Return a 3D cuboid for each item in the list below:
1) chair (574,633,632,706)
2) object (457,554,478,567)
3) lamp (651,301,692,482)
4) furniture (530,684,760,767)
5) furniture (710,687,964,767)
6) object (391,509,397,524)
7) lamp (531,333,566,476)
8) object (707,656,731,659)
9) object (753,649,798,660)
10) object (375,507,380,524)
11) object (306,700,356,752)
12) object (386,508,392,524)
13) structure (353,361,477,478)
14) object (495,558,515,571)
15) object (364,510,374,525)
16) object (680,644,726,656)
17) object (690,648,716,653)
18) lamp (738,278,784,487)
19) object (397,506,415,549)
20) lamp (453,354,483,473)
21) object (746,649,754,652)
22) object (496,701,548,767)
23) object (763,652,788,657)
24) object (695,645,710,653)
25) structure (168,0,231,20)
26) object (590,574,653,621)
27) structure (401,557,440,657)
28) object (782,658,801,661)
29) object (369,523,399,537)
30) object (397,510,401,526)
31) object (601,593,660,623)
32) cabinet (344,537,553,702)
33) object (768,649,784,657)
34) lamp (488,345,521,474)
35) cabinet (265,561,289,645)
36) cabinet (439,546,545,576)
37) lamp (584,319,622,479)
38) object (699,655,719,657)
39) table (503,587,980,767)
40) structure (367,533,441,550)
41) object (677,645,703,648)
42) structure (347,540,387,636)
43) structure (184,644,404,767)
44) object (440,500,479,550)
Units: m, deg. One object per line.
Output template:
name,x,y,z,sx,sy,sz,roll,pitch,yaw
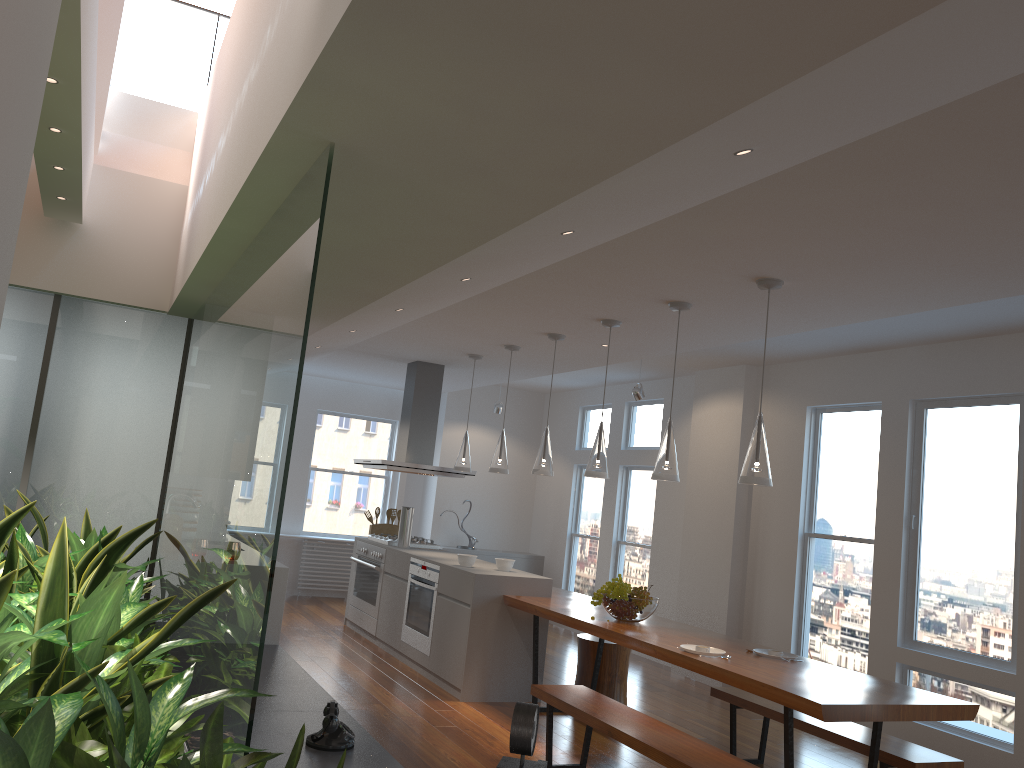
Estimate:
chair,0.633,2.023,6.233,0.396,0.455,0.402,11,-9,-35
object,-0.331,1.288,6.460,0.152,0.082,0.152,4,-8,14
lamp,0.893,0.006,4.906,0.160,1.060,0.160,6,-7,2
furniture,0.533,1.764,4.117,0.316,0.389,1.433,10,-8,-25
furniture,1.601,1.947,4.618,0.316,0.389,1.433,10,-8,-25
object,-1.164,1.363,8.624,0.057,0.299,0.019,10,-8,-25
lamp,0.267,0.108,6.205,0.160,1.060,0.160,6,-7,2
object,0.984,1.305,4.237,0.149,0.014,0.044,10,-8,-26
object,1.336,1.375,4.498,0.222,0.020,0.222,11,-9,-33
object,-1.310,1.340,8.578,0.055,0.299,0.027,10,-8,-25
object,-0.679,1.263,3.295,0.181,0.155,0.216,2,-9,29
object,-1.203,1.359,8.628,0.061,0.299,0.040,10,-8,-27
structure,-0.850,0.136,8.357,0.909,1.405,0.900,10,-8,-25
object,-0.054,1.318,6.453,0.152,0.082,0.152,3,-8,25
object,-1.344,1.351,8.558,0.199,0.259,0.016,8,-8,-14
object,0.938,1.313,4.364,0.222,0.020,0.222,4,-8,15
object,0.938,1.317,4.363,0.124,0.011,0.124,7,-7,-4
lamp,1.206,-0.046,4.256,0.160,1.060,0.160,6,-7,2
object,-0.922,1.255,7.755,0.120,0.356,0.172,3,-8,23
lamp,-0.360,0.211,7.505,0.160,1.060,0.160,6,-7,2
object,1.274,1.385,4.604,0.149,0.014,0.044,10,-8,-23
object,0.072,0.941,1.773,0.318,0.565,0.134,5,-8,11
object,1.336,1.379,4.497,0.124,0.011,0.124,13,-10,-42
object,0.939,1.307,4.364,0.079,0.030,0.070,2,-8,28
structure,-2.077,-0.729,3.321,2.552,4.265,4.591,10,-8,-25
object,0.677,1.286,5.341,0.292,0.284,0.394,2,-9,29
structure,-0.692,1.681,6.758,0.072,0.648,0.644,10,-8,-25
object,1.394,1.368,4.408,0.158,0.017,0.019,11,-9,-30
object,-1.208,1.436,8.608,0.353,0.157,0.084,10,-8,-25
object,-1.108,1.373,8.653,0.068,0.298,0.039,10,-8,-25
object,0.700,1.351,5.331,0.360,0.159,0.360,2,-8,28
cabinet,-0.660,1.829,7.322,0.597,0.832,2.936,10,-8,-25
object,1.337,1.369,4.498,0.079,0.030,0.070,4,-8,18
lamp,-0.047,0.160,6.855,0.160,1.060,0.160,6,-7,2
cabinet,-2.558,0.877,7.140,0.676,2.280,4.565,10,-8,-25
cabinet,-0.325,2.318,10.396,1.309,0.725,0.420,10,-8,-25
lamp,0.580,0.057,5.556,0.160,1.060,0.160,6,-7,2
object,0.970,1.311,4.266,0.164,0.006,0.017,9,-8,-20
table,0.237,1.844,6.199,0.893,0.704,5.996,10,-8,-25
structure,-1.008,1.450,8.208,0.520,0.073,0.650,10,-8,-25
object,0.897,1.321,4.462,0.158,0.017,0.019,9,-8,-20
structure,-1.086,1.862,8.125,0.649,0.735,0.890,10,-8,-25
structure,-1.826,1.312,2.543,3.088,0.386,5.584,10,-8,-25
object,-0.580,1.620,10.279,0.210,0.563,0.590,1,-9,36
